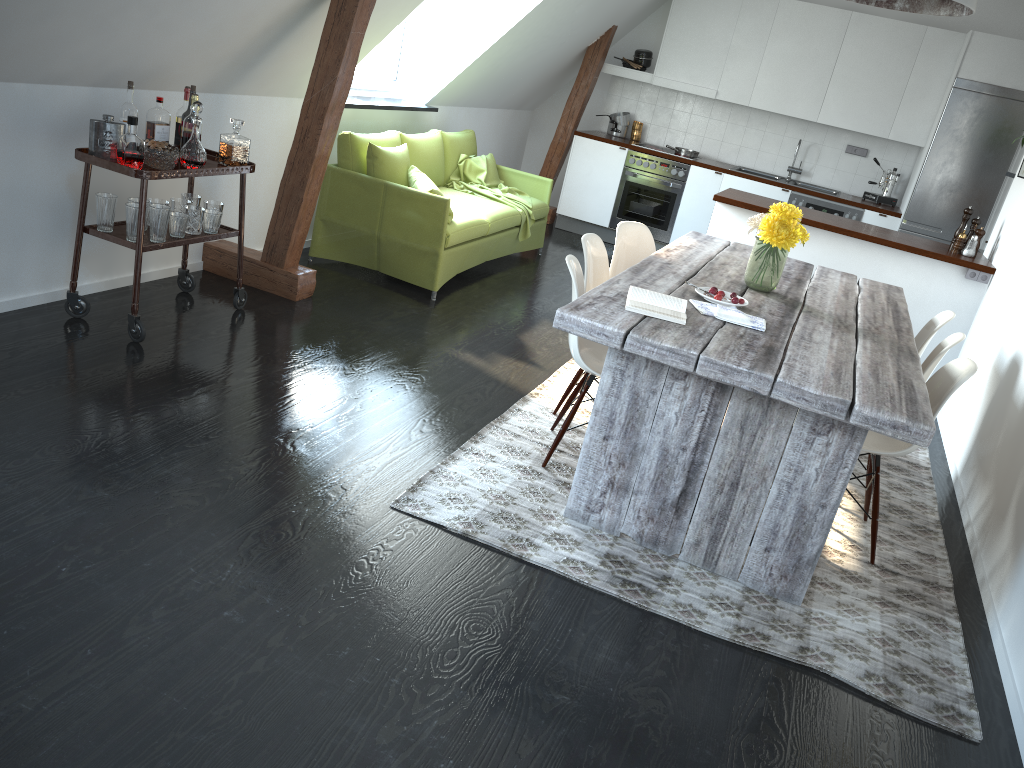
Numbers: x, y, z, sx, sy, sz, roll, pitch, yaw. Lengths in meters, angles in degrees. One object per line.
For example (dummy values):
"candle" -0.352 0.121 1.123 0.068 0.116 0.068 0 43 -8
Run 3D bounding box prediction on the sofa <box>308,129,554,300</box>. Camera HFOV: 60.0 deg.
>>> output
"sofa" -0.436 -1.297 6.264 0.898 0.825 2.093 19 21 15

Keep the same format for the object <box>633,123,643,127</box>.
"object" 1.209 -2.483 8.542 0.100 0.036 0.100 -6 27 -41

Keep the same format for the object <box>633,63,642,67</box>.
"object" 1.147 -2.985 8.277 0.065 0.031 0.335 3 22 -24

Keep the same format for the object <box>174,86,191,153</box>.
"object" -1.513 -1.219 4.105 0.081 0.308 0.081 16 21 8

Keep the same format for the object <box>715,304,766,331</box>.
"object" 0.808 -0.235 3.130 0.182 0.016 0.179 17 21 11

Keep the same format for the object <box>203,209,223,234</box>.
"object" -1.402 -0.756 4.137 0.092 0.099 0.092 11 20 -5

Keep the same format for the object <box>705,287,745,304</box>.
"object" 0.803 -0.330 3.335 0.132 0.034 0.144 9 21 -11

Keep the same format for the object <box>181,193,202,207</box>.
"object" -1.547 -0.849 4.263 0.095 0.119 0.095 5 22 -20

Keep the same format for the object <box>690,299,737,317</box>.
"object" 0.738 -0.264 3.167 0.182 0.014 0.185 10 21 -9

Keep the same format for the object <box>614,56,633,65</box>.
"object" 1.093 -3.011 8.331 0.357 0.075 0.244 9 21 -11

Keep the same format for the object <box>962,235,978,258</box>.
"object" 2.776 -0.835 5.360 0.069 0.135 0.069 10 21 -8

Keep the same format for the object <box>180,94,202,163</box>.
"object" -1.414 -1.126 3.923 0.081 0.307 0.081 21 22 21

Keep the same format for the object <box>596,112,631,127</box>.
"object" 0.967 -2.560 8.538 0.371 0.169 0.203 9 21 -10

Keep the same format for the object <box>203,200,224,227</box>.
"object" -1.428 -0.809 4.231 0.095 0.119 0.095 5 22 -20

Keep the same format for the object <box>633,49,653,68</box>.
"object" 1.223 -3.046 8.297 0.190 0.166 0.200 6 22 -19

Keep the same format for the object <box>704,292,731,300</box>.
"object" 0.770 -0.329 3.335 0.110 0.011 0.058 21 22 19

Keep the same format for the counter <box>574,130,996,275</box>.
"counter" 1.816 -1.574 6.970 3.365 0.038 3.085 19 21 16

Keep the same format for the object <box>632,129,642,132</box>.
"object" 1.204 -2.452 8.557 0.099 0.057 0.101 24 23 26

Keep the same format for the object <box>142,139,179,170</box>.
"object" -1.496 -0.968 3.761 0.151 0.092 0.245 -6 27 -41

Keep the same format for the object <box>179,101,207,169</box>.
"object" -1.368 -1.071 3.826 0.114 0.292 0.114 9 21 -10

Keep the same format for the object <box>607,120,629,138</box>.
"object" 1.027 -2.450 8.512 0.200 0.154 0.348 12 20 -3

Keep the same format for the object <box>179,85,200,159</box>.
"object" -1.448 -1.174 3.991 0.080 0.329 0.080 16 20 7

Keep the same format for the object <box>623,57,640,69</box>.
"object" 1.107 -2.985 8.243 0.061 0.077 0.331 4 22 -23

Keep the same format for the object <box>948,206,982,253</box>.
"object" 2.801 -0.947 5.458 0.123 0.283 0.061 19 21 16

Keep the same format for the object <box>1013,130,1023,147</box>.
"object" 3.482 -1.543 5.655 0.493 0.486 0.506 27 25 34

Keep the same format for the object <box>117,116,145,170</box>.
"object" -1.546 -0.981 3.601 0.087 0.206 0.087 -8 29 -44

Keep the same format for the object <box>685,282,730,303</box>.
"object" 0.735 -0.346 3.339 0.194 0.022 0.019 25 24 30

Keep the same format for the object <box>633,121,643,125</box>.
"object" 1.214 -2.501 8.533 0.100 0.047 0.099 17 21 12

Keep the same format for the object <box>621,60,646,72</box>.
"object" 1.142 -2.965 8.283 0.243 0.056 0.350 15 20 5

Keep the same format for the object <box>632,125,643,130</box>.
"object" 1.205 -2.468 8.548 0.100 0.036 0.100 7 21 -16

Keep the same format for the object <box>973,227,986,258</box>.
"object" 2.832 -0.866 5.406 0.058 0.184 0.058 18 21 13

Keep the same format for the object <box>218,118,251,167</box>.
"object" -1.284 -1.118 4.113 0.101 0.211 0.101 25 24 30

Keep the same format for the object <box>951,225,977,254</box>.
"object" 2.752 -0.888 5.402 0.080 0.192 0.058 13 20 1

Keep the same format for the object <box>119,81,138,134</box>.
"object" -1.617 -1.111 3.739 0.073 0.320 0.073 16 20 7

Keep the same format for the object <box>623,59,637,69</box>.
"object" 1.091 -2.980 8.240 0.065 0.065 0.332 7 21 -15

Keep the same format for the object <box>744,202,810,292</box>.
"object" 1.079 -0.567 3.664 0.233 0.365 0.293 9 21 -11

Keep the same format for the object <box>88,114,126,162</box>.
"object" -1.666 -1.013 3.653 0.135 0.182 0.052 -1 25 -34

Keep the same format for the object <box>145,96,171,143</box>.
"object" -1.573 -1.142 3.939 0.067 0.257 0.099 21 22 20

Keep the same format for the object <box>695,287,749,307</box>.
"object" 0.785 -0.321 3.333 0.205 0.024 0.205 16 21 8
